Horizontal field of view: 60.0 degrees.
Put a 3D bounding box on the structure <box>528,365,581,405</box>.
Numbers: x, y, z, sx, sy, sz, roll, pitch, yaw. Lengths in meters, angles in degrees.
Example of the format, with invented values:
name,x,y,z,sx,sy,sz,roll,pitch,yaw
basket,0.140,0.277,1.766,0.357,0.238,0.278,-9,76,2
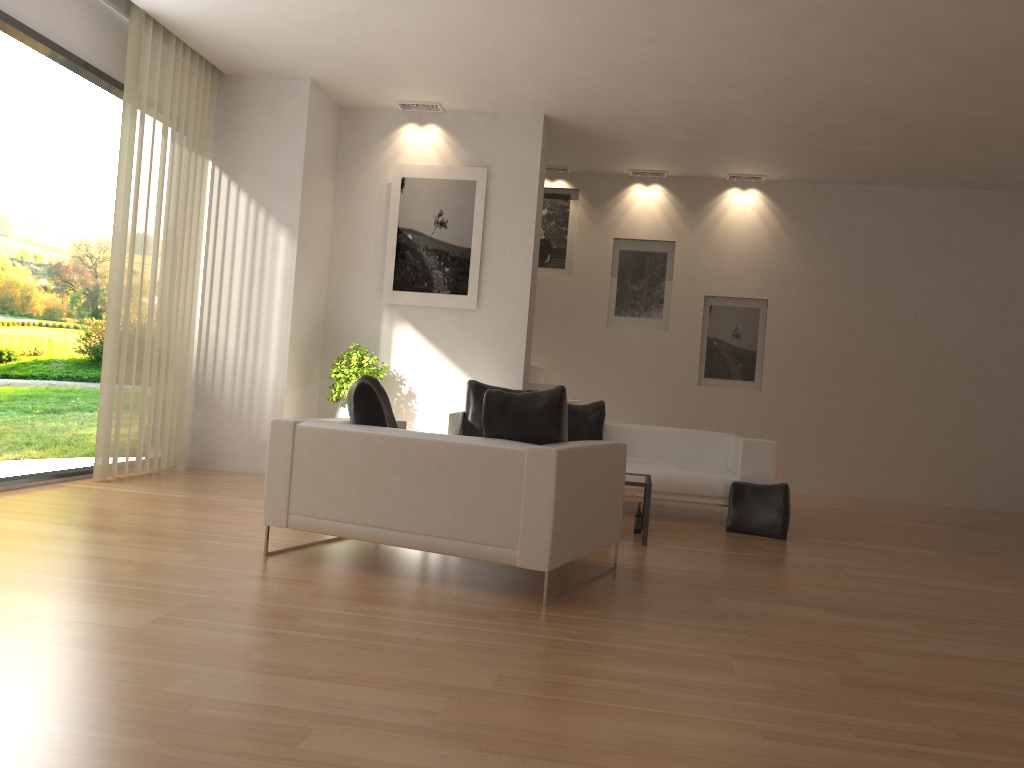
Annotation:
name,x,y,z,sx,sy,sz,roll,pitch,yaw
structure,-0.499,0.298,10.371,4.625,1.403,1.839,5,0,8

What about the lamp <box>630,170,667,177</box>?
name,x,y,z,sx,sy,sz,roll,pitch,yaw
lamp,1.678,-2.658,10.891,0.446,0.166,0.243,5,0,8

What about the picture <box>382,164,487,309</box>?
name,x,y,z,sx,sy,sz,roll,pitch,yaw
picture,-0.787,-1.501,8.994,0.979,1.431,0.004,5,0,8

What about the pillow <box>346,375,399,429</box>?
name,x,y,z,sx,sy,sz,roll,pitch,yaw
pillow,-0.814,0.248,5.193,0.291,0.598,0.660,5,0,-3

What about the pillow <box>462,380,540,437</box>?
name,x,y,z,sx,sy,sz,roll,pitch,yaw
pillow,-0.084,0.317,8.289,0.755,0.666,0.346,5,0,-6

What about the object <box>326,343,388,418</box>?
name,x,y,z,sx,sy,sz,roll,pitch,yaw
object,-1.561,0.259,8.742,0.570,1.324,0.631,5,0,23

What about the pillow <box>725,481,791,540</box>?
name,x,y,z,sx,sy,sz,roll,pitch,yaw
pillow,1.977,1.004,7.086,0.503,0.457,0.340,5,0,27

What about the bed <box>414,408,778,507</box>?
name,x,y,z,sx,sy,sz,roll,pitch,yaw
bed,0.723,0.720,8.022,3.075,0.761,1.262,5,0,8

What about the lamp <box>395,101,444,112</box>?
name,x,y,z,sx,sy,sz,roll,pitch,yaw
lamp,-0.927,-2.868,8.931,0.446,0.166,0.243,5,0,8

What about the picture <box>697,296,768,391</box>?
name,x,y,z,sx,sy,sz,roll,pitch,yaw
picture,2.710,-0.501,10.914,0.802,1.155,0.005,5,0,8

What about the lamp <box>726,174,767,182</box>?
name,x,y,z,sx,sy,sz,roll,pitch,yaw
lamp,2.836,-2.566,10.723,0.446,0.166,0.243,5,0,8

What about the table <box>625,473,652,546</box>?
name,x,y,z,sx,sy,sz,roll,pitch,yaw
table,0.220,0.858,6.538,1.566,0.460,0.709,5,0,8

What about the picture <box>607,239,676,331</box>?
name,x,y,z,sx,sy,sz,roll,pitch,yaw
picture,1.612,-1.240,11.081,0.802,1.155,0.005,5,0,8

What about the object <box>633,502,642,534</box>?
name,x,y,z,sx,sy,sz,roll,pitch,yaw
object,0.941,0.998,6.603,0.059,0.244,0.059,5,0,-15

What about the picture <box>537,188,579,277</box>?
name,x,y,z,sx,sy,sz,roll,pitch,yaw
picture,0.430,-1.933,11.259,0.802,1.155,0.005,5,0,8

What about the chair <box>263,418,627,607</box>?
name,x,y,z,sx,sy,sz,roll,pitch,yaw
chair,-0.325,0.632,5.030,1.671,0.761,1.262,5,0,23

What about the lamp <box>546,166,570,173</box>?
name,x,y,z,sx,sy,sz,roll,pitch,yaw
lamp,0.503,-2.751,11.060,0.446,0.166,0.243,5,0,8

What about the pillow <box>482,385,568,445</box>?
name,x,y,z,sx,sy,sz,roll,pitch,yaw
pillow,0.082,0.325,4.713,0.506,0.666,0.324,5,0,-2

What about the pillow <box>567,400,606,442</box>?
name,x,y,z,sx,sy,sz,roll,pitch,yaw
pillow,0.558,0.393,8.218,0.628,0.524,0.270,5,0,-8

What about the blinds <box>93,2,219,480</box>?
name,x,y,z,sx,sy,sz,roll,pitch,yaw
blinds,-3.060,-1.167,7.713,0.143,3.861,1.409,5,0,5

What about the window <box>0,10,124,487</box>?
name,x,y,z,sx,sy,sz,roll,pitch,yaw
window,-3.584,-0.882,5.742,0.152,3.189,5.198,5,0,8
